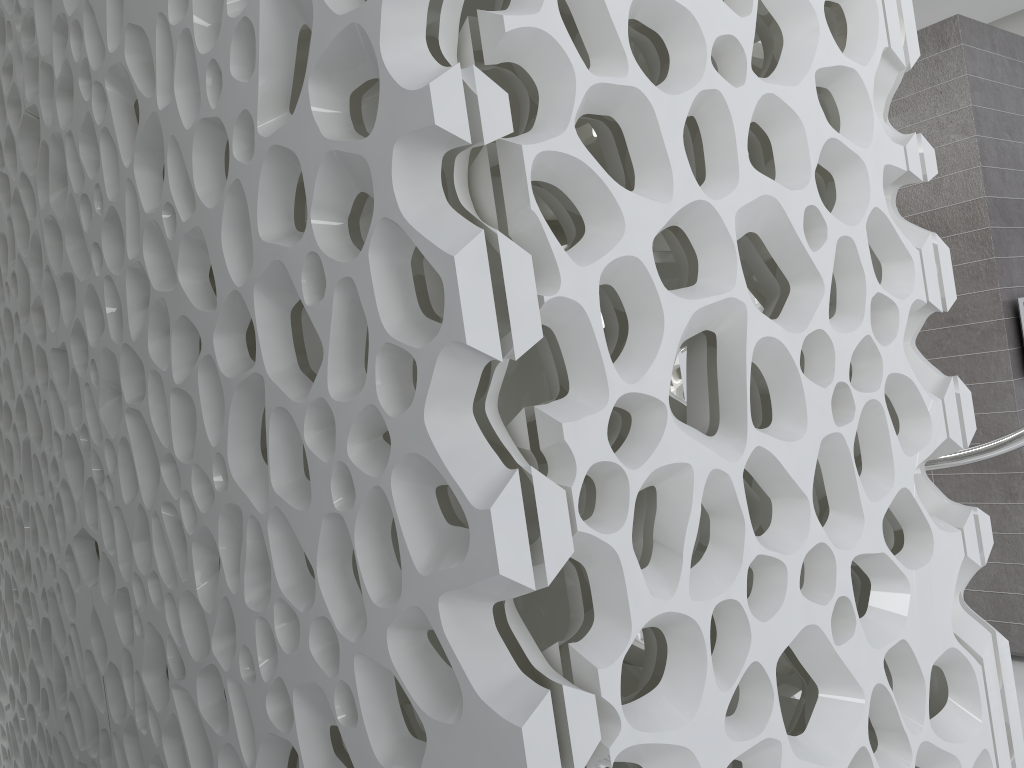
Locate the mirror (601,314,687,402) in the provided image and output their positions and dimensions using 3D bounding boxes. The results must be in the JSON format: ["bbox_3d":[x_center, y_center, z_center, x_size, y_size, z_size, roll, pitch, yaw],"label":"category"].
[{"bbox_3d":[0.623,-0.387,5.720,0.030,1.980,1.100,-8,-1,-39],"label":"mirror"}]

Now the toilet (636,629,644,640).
[{"bbox_3d":[0.764,1.315,5.289,0.561,0.300,0.354,-8,-1,-39],"label":"toilet"}]

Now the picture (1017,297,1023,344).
[{"bbox_3d":[2.452,-0.230,4.053,0.682,0.351,0.060,-8,-1,-39],"label":"picture"}]

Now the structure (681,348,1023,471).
[{"bbox_3d":[2.182,0.368,5.581,5.433,2.080,5.250,-8,-1,-44],"label":"structure"}]
